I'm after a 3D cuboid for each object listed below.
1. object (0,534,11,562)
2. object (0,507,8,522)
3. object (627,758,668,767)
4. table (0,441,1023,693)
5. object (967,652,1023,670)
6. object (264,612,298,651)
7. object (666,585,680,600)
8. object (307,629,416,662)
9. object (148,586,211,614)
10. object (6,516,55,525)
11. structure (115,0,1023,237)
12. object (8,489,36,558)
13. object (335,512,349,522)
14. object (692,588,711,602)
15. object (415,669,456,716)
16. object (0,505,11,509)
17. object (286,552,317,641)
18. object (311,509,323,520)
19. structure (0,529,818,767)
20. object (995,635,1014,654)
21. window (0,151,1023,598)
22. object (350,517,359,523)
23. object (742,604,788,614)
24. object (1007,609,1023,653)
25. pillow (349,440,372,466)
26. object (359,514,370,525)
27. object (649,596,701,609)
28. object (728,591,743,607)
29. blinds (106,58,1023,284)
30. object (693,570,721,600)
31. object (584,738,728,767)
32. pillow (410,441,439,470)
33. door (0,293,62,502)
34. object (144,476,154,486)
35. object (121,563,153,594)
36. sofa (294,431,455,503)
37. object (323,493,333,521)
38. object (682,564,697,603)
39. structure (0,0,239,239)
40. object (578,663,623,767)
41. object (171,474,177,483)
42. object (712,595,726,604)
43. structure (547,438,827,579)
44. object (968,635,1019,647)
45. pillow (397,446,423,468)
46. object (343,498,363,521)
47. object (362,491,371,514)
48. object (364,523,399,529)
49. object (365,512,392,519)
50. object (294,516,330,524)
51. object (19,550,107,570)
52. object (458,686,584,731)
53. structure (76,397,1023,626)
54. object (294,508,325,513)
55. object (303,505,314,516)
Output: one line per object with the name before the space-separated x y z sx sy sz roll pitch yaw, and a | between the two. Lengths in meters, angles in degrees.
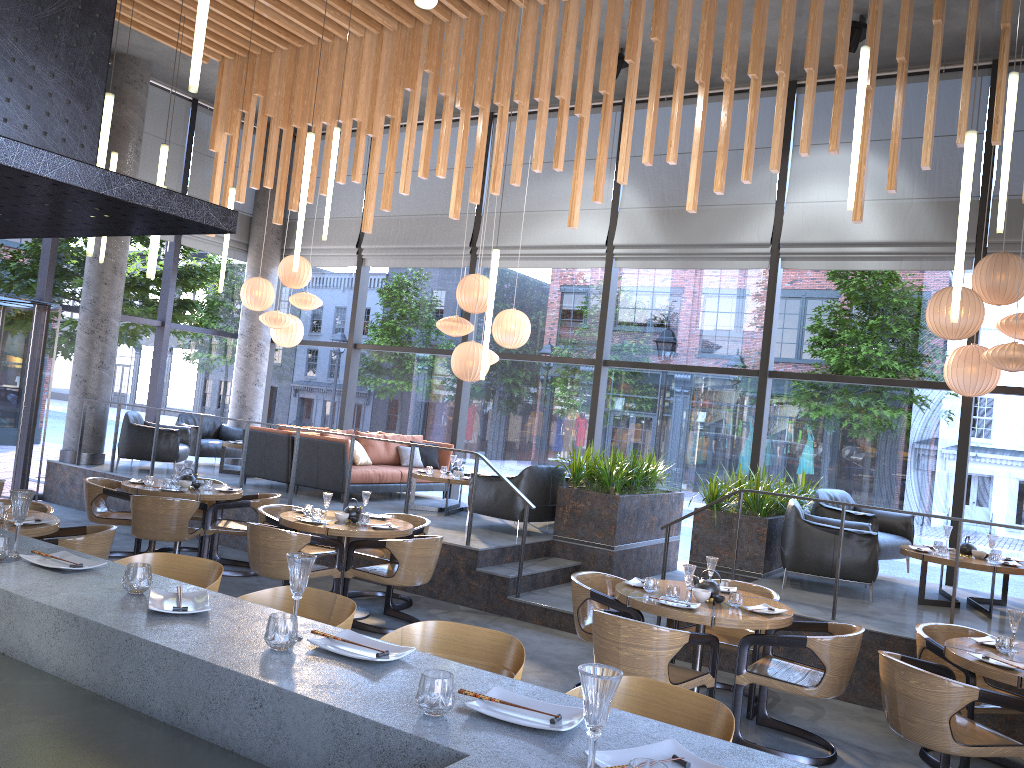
object | -1.717 0.547 2.952 0.086 0.086 0.086 5 -2 32
object | -3.228 0.823 5.594 0.086 0.086 0.086 6 -2 -5
object | 0.235 0.710 1.548 0.086 0.086 0.086 7 -2 -31
table | -1.032 1.440 7.456 10.659 0.968 6.876 5 -2 32
object | 2.534 1.442 4.586 0.170 0.025 0.294 7 -2 -20
object | -0.599 0.646 2.307 0.086 0.086 0.086 5 -2 32
object | 0.980 1.271 5.394 0.086 0.086 0.086 7 -2 -33
object | -0.423 0.698 2.365 0.294 0.025 0.170 5 -2 30
object | -0.993 0.646 2.644 0.170 0.025 0.294 7 -2 -21
object | -3.072 0.872 5.623 0.170 0.025 0.294 6 -2 12
structure | -2.381 -1.303 4.202 10.399 5.894 10.127 5 -2 32
object | -1.704 0.481 3.063 0.082 0.227 0.082 7 -2 -24
object | -1.392 1.090 7.248 0.116 0.065 0.116 6 -2 -7
object | 1.165 1.304 5.462 0.116 0.065 0.116 6 -2 10
object | -0.167 0.680 1.948 0.086 0.086 0.086 8 -2 -37
object | -3.567 0.832 5.995 0.294 0.025 0.170 7 -2 -23
object | -0.586 0.580 2.419 0.082 0.227 0.082 7 -2 -24
object | -1.576 1.056 7.181 0.086 0.086 0.086 7 -2 -33
structure | -4.460 0.668 2.124 8.945 1.400 4.889 5 -2 32
object | 2.723 1.442 4.902 0.086 0.086 0.086 8 -2 -35
window | -2.144 -1.218 5.797 12.739 5.897 12.900 5 -2 32
object | -1.284 1.113 7.246 0.080 0.042 0.080 8 -2 -34
object | 1.500 1.356 5.319 0.294 0.025 0.170 8 -3 -39
object | 2.813 1.383 4.969 0.082 0.227 0.082 6 -2 4
pillow | -1.925 0.851 11.023 0.289 0.311 0.393 6 -2 12
object | -1.197 1.097 7.184 0.086 0.086 0.086 7 -2 -11
object | 0.950 1.294 5.244 0.294 0.025 0.170 5 -2 29
object | 1.360 1.312 5.397 0.086 0.086 0.086 5 -2 34
blinds | -3.217 -2.996 10.028 17.610 2.314 8.760 7 -2 -15
object | 1.236 1.259 5.597 0.163 0.179 0.168 7 -2 -20
object | 0.262 0.750 1.735 0.294 0.025 0.170 7 -2 -33
pillow | -1.187 0.957 11.947 0.418 0.345 0.242 7 -2 -18
door | -6.669 0.150 10.440 2.186 2.526 2.186 8 -3 -38
object | -3.368 0.899 8.232 0.086 0.086 0.086 7 -2 -27
object | -1.154 0.600 2.734 0.086 0.086 0.086 6 -2 7
sofa | -1.720 1.035 11.338 0.864 0.811 2.226 5 -2 32
object | -1.494 0.993 7.141 0.082 0.227 0.082 6 -2 1
object | 1.062 1.207 5.355 0.082 0.227 0.082 6 -2 1
structure | -5.849 -1.646 3.314 8.600 2.382 4.958 5 -2 32
object | 0.149 0.631 1.606 0.082 0.227 0.082 6 -2 4
object | -3.276 0.923 8.628 0.086 0.086 0.086 7 -2 -21
object | 1.273 1.327 5.459 0.080 0.042 0.080 6 -2 -4
structure | -4.293 0.777 7.790 15.715 1.608 4.306 7 -2 -20
object | 2.750 1.483 5.089 0.294 0.025 0.170 7 -2 -33
pillow | -1.346 0.964 11.710 0.332 0.263 0.203 8 -2 -38
object | -1.322 1.044 7.381 0.163 0.179 0.168 6 -2 -4
object | -1.257 1.034 7.590 0.082 0.227 0.082 7 -2 -26
object | -1.057 1.141 7.105 0.294 0.025 0.170 8 -3 -39
object | -1.209 1.145 7.707 0.294 0.025 0.170 6 -2 16
object | -1.607 1.079 7.030 0.294 0.025 0.170 5 -2 29
object | -1.540 0.599 3.009 0.294 0.025 0.170 5 -2 30
object | 0.009 0.732 1.998 0.294 0.025 0.170 5 -2 25
structure | -2.779 -0.560 4.492 11.718 4.117 9.054 5 -2 31
object | -1.729 1.083 7.543 0.170 0.025 0.294 5 -2 29
object | -1.687 1.051 7.361 0.086 0.086 0.086 7 -2 -33
